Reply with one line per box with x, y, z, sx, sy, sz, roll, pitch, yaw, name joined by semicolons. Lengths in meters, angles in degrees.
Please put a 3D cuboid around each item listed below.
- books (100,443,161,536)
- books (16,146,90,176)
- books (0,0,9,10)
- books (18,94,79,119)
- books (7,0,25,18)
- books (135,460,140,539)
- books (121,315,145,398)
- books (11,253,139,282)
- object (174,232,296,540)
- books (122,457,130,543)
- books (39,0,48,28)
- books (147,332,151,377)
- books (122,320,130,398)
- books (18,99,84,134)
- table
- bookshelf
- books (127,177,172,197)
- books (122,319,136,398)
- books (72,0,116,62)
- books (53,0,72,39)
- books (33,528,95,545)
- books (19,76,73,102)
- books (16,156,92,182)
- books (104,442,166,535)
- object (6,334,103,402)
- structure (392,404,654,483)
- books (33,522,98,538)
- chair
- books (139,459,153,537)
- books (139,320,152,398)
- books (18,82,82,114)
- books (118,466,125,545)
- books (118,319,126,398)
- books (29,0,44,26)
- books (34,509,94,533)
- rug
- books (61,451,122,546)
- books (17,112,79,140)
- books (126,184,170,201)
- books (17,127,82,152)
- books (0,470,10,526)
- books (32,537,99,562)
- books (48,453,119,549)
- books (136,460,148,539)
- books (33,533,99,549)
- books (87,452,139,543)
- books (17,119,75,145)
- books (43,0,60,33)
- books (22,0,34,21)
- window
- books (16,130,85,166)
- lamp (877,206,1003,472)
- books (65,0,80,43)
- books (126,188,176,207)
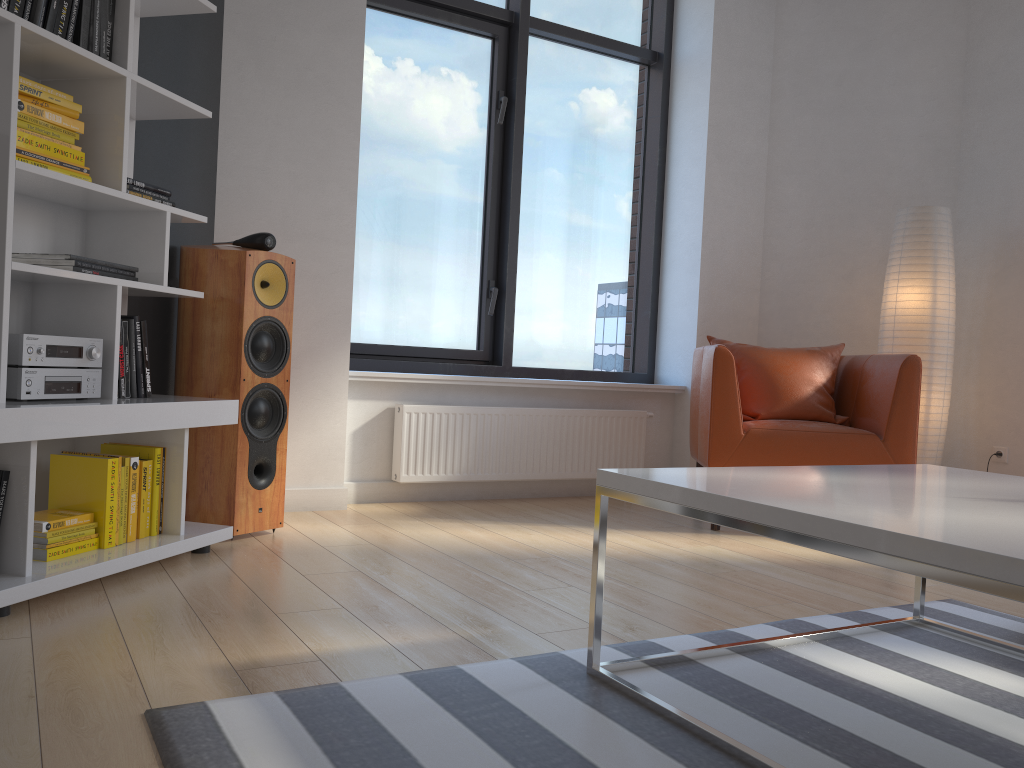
-1.186;0.326;2.752;0.204;0.270;0.029;3;1;15;books
-1.330;-0.604;2.415;0.203;0.024;0.257;3;1;18;books
-1.331;-1.030;2.226;0.179;0.243;0.068;3;1;14;books
-1.336;-0.757;2.422;0.160;0.022;0.227;3;1;31;books
-1.326;-1.035;2.263;0.191;0.249;0.084;3;1;15;books
-1.202;0.342;2.674;0.169;0.239;0.023;3;1;15;books
-1.234;-0.087;2.749;0.193;0.255;0.066;3;1;15;books
-1.291;-0.337;2.589;0.250;0.047;0.310;3;1;11;books
-1.057;-0.005;3.249;0.434;1.088;0.290;3;1;30;object
-1.217;0.336;2.620;0.180;0.251;0.019;3;1;15;books
-1.304;-1.037;2.338;0.192;0.254;0.075;3;1;14;books
-1.241;-0.079;2.817;0.179;0.233;0.077;3;1;15;books
-1.244;-0.077;2.699;0.170;0.236;0.049;3;1;16;books
-1.334;-0.729;2.428;0.176;0.033;0.239;3;1;18;books
0.910;0.436;1.668;1.091;0.435;1.091;2;1;-30;table
-1.492;-0.481;1.538;0.455;2.052;3.000;3;1;15;bookshelf
-1.199;-0.613;2.764;0.161;0.023;0.213;3;1;19;books
-1.231;-0.081;2.718;0.169;0.242;0.050;3;1;15;books
-1.277;-1.067;2.533;0.259;0.321;0.128;3;1;15;books
-1.285;-1.035;2.400;0.191;0.249;0.084;3;1;15;books
-1.249;0.411;2.427;0.113;0.018;0.169;3;1;17;books
-1.352;-0.805;2.425;0.163;0.023;0.223;3;1;19;books
-1.322;-0.578;2.417;0.194;0.028;0.257;3;1;20;books
-1.188;0.326;2.780;0.213;0.270;0.025;3;1;15;books
-1.324;-0.047;2.422;0.270;0.174;0.285;3;1;15;object
0.102;0.347;4.431;1.474;0.460;0.110;2;1;-30;structure
-1.261;0.395;2.437;0.134;0.014;0.187;3;1;15;books
1.288;0.211;4.143;0.896;0.858;0.843;3;1;2;chair
-1.189;0.344;2.723;0.172;0.234;0.024;3;1;15;books
-1.219;-0.081;2.776;0.177;0.242;0.066;3;1;15;books
-1.329;-0.780;2.429;0.163;0.023;0.223;3;1;19;books
-1.205;0.350;2.595;0.156;0.229;0.024;3;1;15;books
-1.257;-0.078;2.678;0.189;0.240;0.053;3;1;16;books
-1.285;-1.028;2.310;0.172;0.242;0.069;3;1;16;books
-1.274;0.374;2.436;0.138;0.026;0.186;3;1;15;books
0.757;0.654;1.450;2.326;0.016;1.662;2;1;-30;rug
-1.229;0.332;2.582;0.199;0.263;0.015;3;1;15;books
-1.340;-0.704;2.419;0.171;0.019;0.239;3;1;15;books
-1.187;-0.593;2.758;0.142;0.015;0.198;3;1;14;books
-1.345;-0.666;2.418;0.189;0.014;0.251;3;1;18;books
-1.341;0.335;2.174;0.197;0.260;0.066;3;1;15;books
-1.265;0.447;2.436;0.147;0.033;0.190;3;1;15;books
-1.235;0.334;2.552;0.198;0.255;0.044;3;1;15;books
-1.192;0.345;2.697;0.172;0.234;0.024;3;1;15;books
-1.267;0.424;2.437;0.148;0.011;0.196;3;1;15;books
-1.208;0.337;2.645;0.185;0.250;0.035;3;1;15;books
-1.327;-0.683;2.403;0.145;0.023;0.217;3;1;19;books
-1.285;-1.032;2.360;0.179;0.243;0.071;3;1;14;books
-1.317;-1.040;2.296;0.197;0.260;0.066;3;1;15;books
-0.009;-1.235;4.675;1.960;2.402;0.170;2;1;-30;window
-1.332;-0.637;2.417;0.189;0.042;0.243;3;1;15;books
2.217;-0.090;4.337;0.804;1.550;0.502;3;1;21;lamp
-1.277;-1.040;2.433;0.197;0.260;0.066;3;1;15;books
-1.185;-0.574;2.758;0.161;0.023;0.213;3;1;19;books
